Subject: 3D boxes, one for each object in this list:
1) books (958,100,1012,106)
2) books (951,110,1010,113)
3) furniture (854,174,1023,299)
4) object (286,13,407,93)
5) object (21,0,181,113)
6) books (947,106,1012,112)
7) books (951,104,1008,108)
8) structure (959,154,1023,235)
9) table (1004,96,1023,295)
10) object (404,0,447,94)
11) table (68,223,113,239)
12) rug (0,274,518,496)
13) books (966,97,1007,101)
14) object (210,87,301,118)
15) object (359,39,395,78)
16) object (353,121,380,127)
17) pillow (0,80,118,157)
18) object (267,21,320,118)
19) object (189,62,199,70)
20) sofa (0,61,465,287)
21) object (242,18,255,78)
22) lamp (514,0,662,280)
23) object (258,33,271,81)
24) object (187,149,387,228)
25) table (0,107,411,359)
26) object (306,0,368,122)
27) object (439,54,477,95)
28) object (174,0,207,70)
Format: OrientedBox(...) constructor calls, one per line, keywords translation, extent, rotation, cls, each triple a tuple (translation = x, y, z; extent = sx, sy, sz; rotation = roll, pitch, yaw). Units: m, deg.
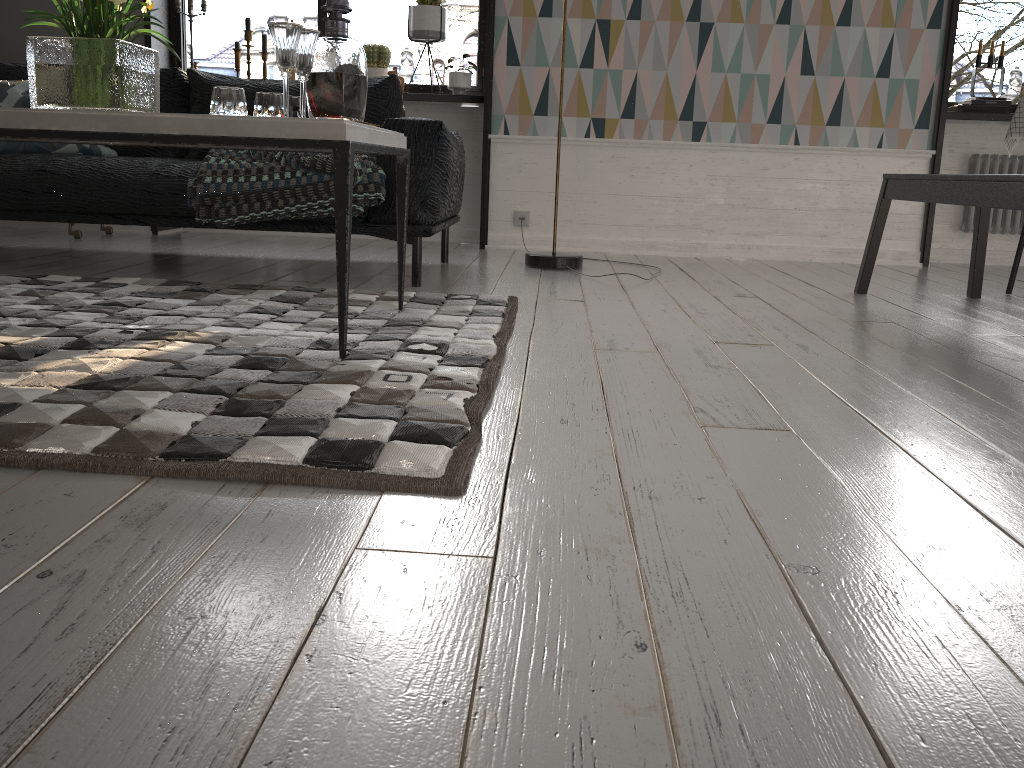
OrientedBox(translation=(2.443, -1.450, 4.576), extent=(0.198, 0.021, 0.164), rotation=(3, 14, 3), cls="books")
OrientedBox(translation=(2.407, -1.408, 4.590), extent=(0.268, 0.011, 0.164), rotation=(3, 14, 5), cls="books")
OrientedBox(translation=(1.523, -0.368, 2.560), extent=(0.465, 0.450, 1.692), rotation=(3, 13, 2), cls="furniture")
OrientedBox(translation=(-0.892, -1.755, 4.700), extent=(0.662, 0.405, 0.136), rotation=(3, 10, 4), cls="object")
OrientedBox(translation=(-1.014, -0.823, 2.135), extent=(0.352, 0.347, 0.329), rotation=(3, 12, 5), cls="object")
OrientedBox(translation=(2.411, -1.424, 4.594), extent=(0.271, 0.019, 0.186), rotation=(3, 14, 2), cls="books")
OrientedBox(translation=(2.419, -1.436, 4.587), extent=(0.216, 0.011, 0.176), rotation=(4, 14, 8), cls="books")
OrientedBox(translation=(3.059, -1.004, 4.768), extent=(1.223, 0.423, 0.150), rotation=(2, 10, 1), cls="structure")
OrientedBox(translation=(2.317, -0.498, 2.526), extent=(0.931, 0.774, 2.052), rotation=(3, 13, 2), cls="table")
OrientedBox(translation=(-0.439, -1.853, 4.600), extent=(0.236, 0.662, 0.231), rotation=(-3, 12, -26), cls="object")
OrientedBox(translation=(-2.486, -1.108, 4.525), extent=(0.742, 0.671, 0.343), rotation=(3, 11, 2), cls="table")
OrientedBox(translation=(-1.279, -0.137, 2.082), extent=(2.526, 0.034, 1.794), rotation=(3, 14, 3), cls="rug")
OrientedBox(translation=(2.447, -1.468, 4.569), extent=(0.153, 0.016, 0.125), rotation=(3, 14, 4), cls="books")
OrientedBox(translation=(-0.645, -0.703, 2.269), extent=(0.246, 0.086, 0.283), rotation=(-3, 14, -19), cls="object")
OrientedBox(translation=(-0.735, -1.703, 4.749), extent=(0.234, 0.279, 0.216), rotation=(-3, 12, -23), cls="object")
OrientedBox(translation=(-0.525, -0.682, 2.328), extent=(0.318, 0.015, 0.250), rotation=(3, 14, 2), cls="object")
OrientedBox(translation=(-1.990, -1.062, 3.460), extent=(0.798, 0.358, 0.449), rotation=(-1, 13, -15), cls="pillow")
OrientedBox(translation=(-0.520, -0.735, 2.115), extent=(0.082, 0.224, 0.169), rotation=(5, 12, 14), cls="object")
OrientedBox(translation=(-1.730, -1.692, 4.830), extent=(0.084, 0.149, 0.085), rotation=(3, 11, 6), cls="object")
OrientedBox(translation=(-1.374, -0.871, 3.516), extent=(2.340, 0.788, 0.983), rotation=(3, 12, 2), cls="sofa")
OrientedBox(translation=(-1.405, -1.766, 4.718), extent=(0.123, 0.371, 0.124), rotation=(3, 10, 7), cls="object")
OrientedBox(translation=(0.364, -1.394, 3.993), extent=(0.680, 1.682, 1.262), rotation=(2, 11, 1), cls="lamp")
OrientedBox(translation=(-1.333, -1.738, 4.771), extent=(0.076, 0.297, 0.076), rotation=(9, 12, 32), cls="object")
OrientedBox(translation=(-0.785, -0.750, 3.207), extent=(0.666, 0.325, 0.497), rotation=(2, 13, -2), cls="object")
OrientedBox(translation=(-1.037, -0.397, 2.185), extent=(1.456, 0.505, 0.742), rotation=(3, 13, 2), cls="table")
OrientedBox(translation=(-0.454, -0.877, 2.302), extent=(0.149, 0.412, 0.157), rotation=(6, 11, 21), cls="object")
OrientedBox(translation=(-0.277, -1.612, 4.608), extent=(0.171, 0.201, 0.249), rotation=(3, 12, 5), cls="object")
OrientedBox(translation=(-1.727, -1.836, 4.722), extent=(0.163, 0.484, 0.146), rotation=(10, 13, 38), cls="object")
